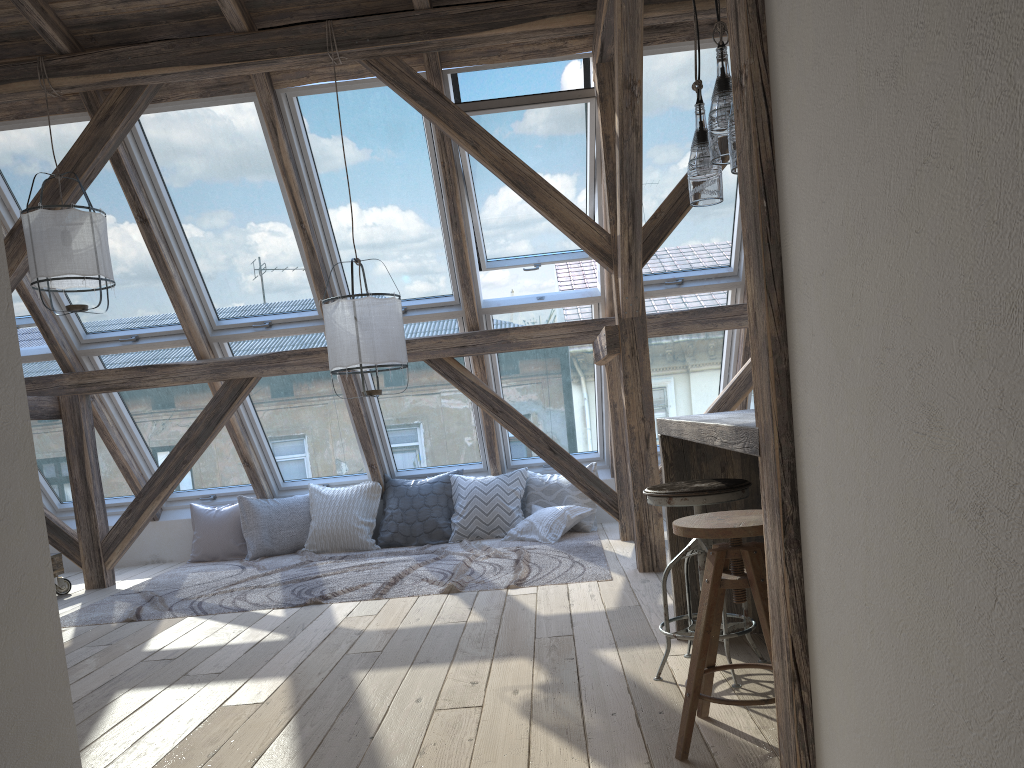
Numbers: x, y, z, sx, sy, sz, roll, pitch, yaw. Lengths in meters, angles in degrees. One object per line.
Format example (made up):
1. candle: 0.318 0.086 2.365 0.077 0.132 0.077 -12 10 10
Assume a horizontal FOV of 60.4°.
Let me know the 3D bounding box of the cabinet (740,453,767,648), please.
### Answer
1. cabinet: 1.697 -0.386 3.349 2.094 2.523 4.193 -5 0 2

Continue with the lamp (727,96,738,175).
1. lamp: 0.482 -1.206 2.160 0.226 1.353 0.108 -5 5 5

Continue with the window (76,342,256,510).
1. window: -2.475 0.321 6.563 0.856 1.286 1.088 -5 2 2

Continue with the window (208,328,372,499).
1. window: -1.560 0.229 6.519 0.856 1.286 1.088 -5 2 2

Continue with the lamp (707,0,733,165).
1. lamp: 0.496 -1.250 2.465 0.240 1.248 0.107 -4 5 14

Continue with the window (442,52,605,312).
1. window: 0.117 -1.170 5.379 0.856 1.285 1.397 -5 1 2

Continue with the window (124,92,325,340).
1. window: -1.714 -0.989 5.417 0.856 1.286 1.088 -5 2 2

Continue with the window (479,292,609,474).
1. window: 0.270 0.047 6.431 0.856 1.286 1.088 -5 2 2

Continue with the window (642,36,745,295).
1. window: 1.030 -1.263 5.286 0.856 1.286 1.088 -5 2 2

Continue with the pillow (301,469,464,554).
1. pillow: -0.994 0.976 6.730 1.273 0.568 0.464 -6 2 4

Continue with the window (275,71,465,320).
1. window: -0.799 -1.080 5.374 0.856 1.286 1.088 -5 2 2

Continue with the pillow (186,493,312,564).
1. pillow: -1.977 1.110 6.806 1.132 0.529 0.432 -6 2 -5

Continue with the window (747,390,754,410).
1. window: 2.100 -0.136 6.344 0.856 1.286 1.088 -5 2 2

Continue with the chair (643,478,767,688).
1. chair: 0.637 0.644 2.924 0.355 0.642 0.350 -3 5 36

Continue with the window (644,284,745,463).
1. window: 1.185 -0.045 6.388 0.856 1.286 1.088 -5 2 2

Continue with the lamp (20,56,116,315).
1. lamp: -2.331 -1.025 4.534 0.398 1.316 0.405 -7 5 -21

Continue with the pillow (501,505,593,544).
1. pillow: 0.237 1.011 6.324 0.539 0.244 0.471 -6 -1 44

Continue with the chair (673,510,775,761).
1. chair: 0.605 0.647 2.313 0.342 0.600 0.337 -4 4 22

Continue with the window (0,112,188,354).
1. window: -2.629 -0.898 5.461 0.856 1.286 1.088 -5 2 2

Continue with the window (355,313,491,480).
1. window: -0.645 0.138 6.475 0.856 1.286 1.088 -5 2 2

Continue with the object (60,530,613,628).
1. object: -0.993 1.186 5.788 3.188 0.057 2.177 -6 -2 3

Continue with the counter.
1. counter: 1.716 0.455 3.632 2.242 0.858 3.795 -6 -1 2

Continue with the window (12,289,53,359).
1. window: -3.542 -0.805 5.551 0.856 1.286 1.341 -5 2 2

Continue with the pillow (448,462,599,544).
1. pillow: 0.101 0.894 6.636 1.156 0.539 0.497 -6 2 8

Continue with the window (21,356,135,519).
1. window: -3.390 0.412 6.607 0.856 1.286 1.088 -5 2 2

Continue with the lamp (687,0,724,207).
1. lamp: 0.503 -1.216 2.757 0.225 1.299 0.107 -5 5 5

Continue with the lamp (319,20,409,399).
1. lamp: -0.816 -0.879 4.490 0.408 1.911 0.395 -1 7 43
